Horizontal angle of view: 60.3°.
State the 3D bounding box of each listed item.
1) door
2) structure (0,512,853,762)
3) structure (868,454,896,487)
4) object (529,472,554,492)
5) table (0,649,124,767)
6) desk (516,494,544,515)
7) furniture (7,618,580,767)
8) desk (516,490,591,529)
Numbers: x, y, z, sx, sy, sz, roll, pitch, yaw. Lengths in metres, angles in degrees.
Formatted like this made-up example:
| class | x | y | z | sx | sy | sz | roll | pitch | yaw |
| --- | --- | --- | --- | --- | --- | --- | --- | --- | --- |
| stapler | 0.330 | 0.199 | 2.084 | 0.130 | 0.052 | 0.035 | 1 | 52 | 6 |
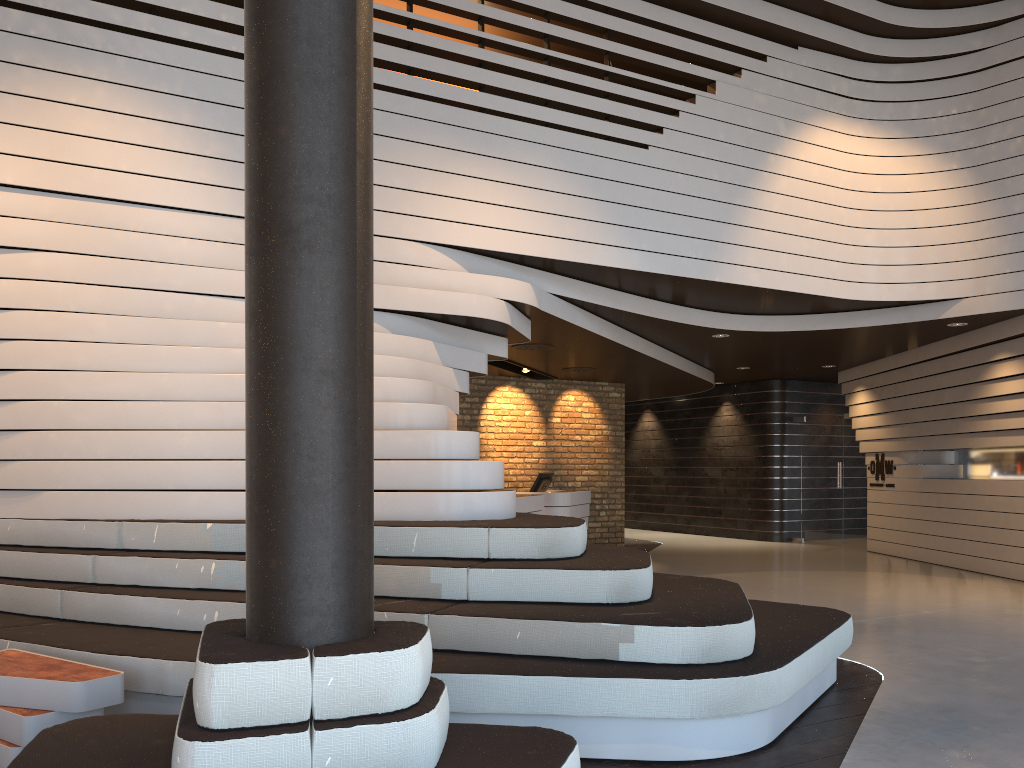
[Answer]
| class | x | y | z | sx | sy | sz | roll | pitch | yaw |
| --- | --- | --- | --- | --- | --- | --- | --- | --- | --- |
| door | 5.080 | 1.210 | 13.896 | 0.079 | 2.700 | 1.782 | 0 | -1 | -25 |
| structure | -6.733 | 0.943 | 2.066 | 18.125 | 0.926 | 5.821 | 4 | -6 | -33 |
| structure | 5.227 | 1.221 | 12.483 | 0.017 | 0.468 | 0.804 | 0 | -4 | -4 |
| object | 0.339 | 1.450 | 11.791 | 0.370 | 0.553 | 0.595 | 0 | -3 | 21 |
| table | -2.073 | 1.381 | 3.708 | 0.911 | 0.370 | 0.412 | -3 | -4 | 33 |
| desk | -0.198 | 1.691 | 9.704 | 0.853 | 0.919 | 1.456 | -1 | -4 | 18 |
| furniture | -0.713 | 1.080 | 2.405 | 1.773 | 0.722 | 1.278 | -1 | -4 | 6 |
| desk | 0.514 | 1.896 | 11.812 | 0.853 | 0.920 | 1.456 | -1 | -4 | 19 |
